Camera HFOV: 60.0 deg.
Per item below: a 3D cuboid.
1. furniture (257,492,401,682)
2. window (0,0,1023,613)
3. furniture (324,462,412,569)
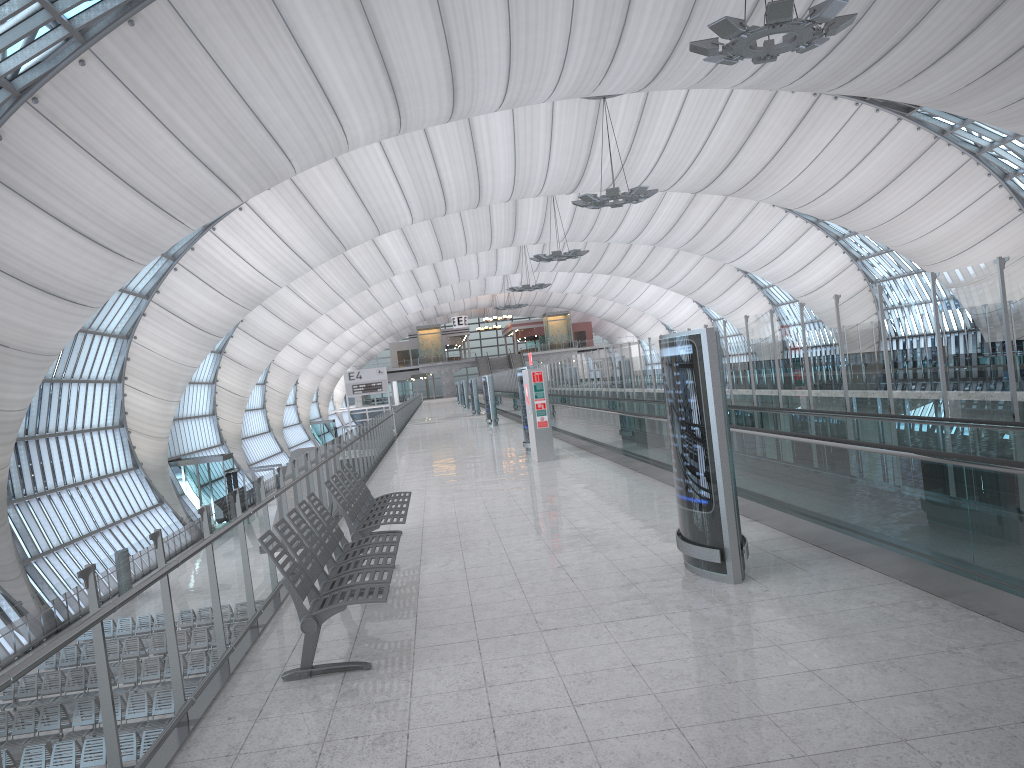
[{"bbox_3d":[-1.207,1.328,6.440,0.713,0.902,2.520,-6,0,-5],"label":"furniture"},{"bbox_3d":[2.020,-3.936,77.815,50.537,20.004,167.818,-6,0,-5],"label":"window"},{"bbox_3d":[-1.457,1.337,9.451,0.713,0.902,2.520,-6,0,-5],"label":"furniture"}]
